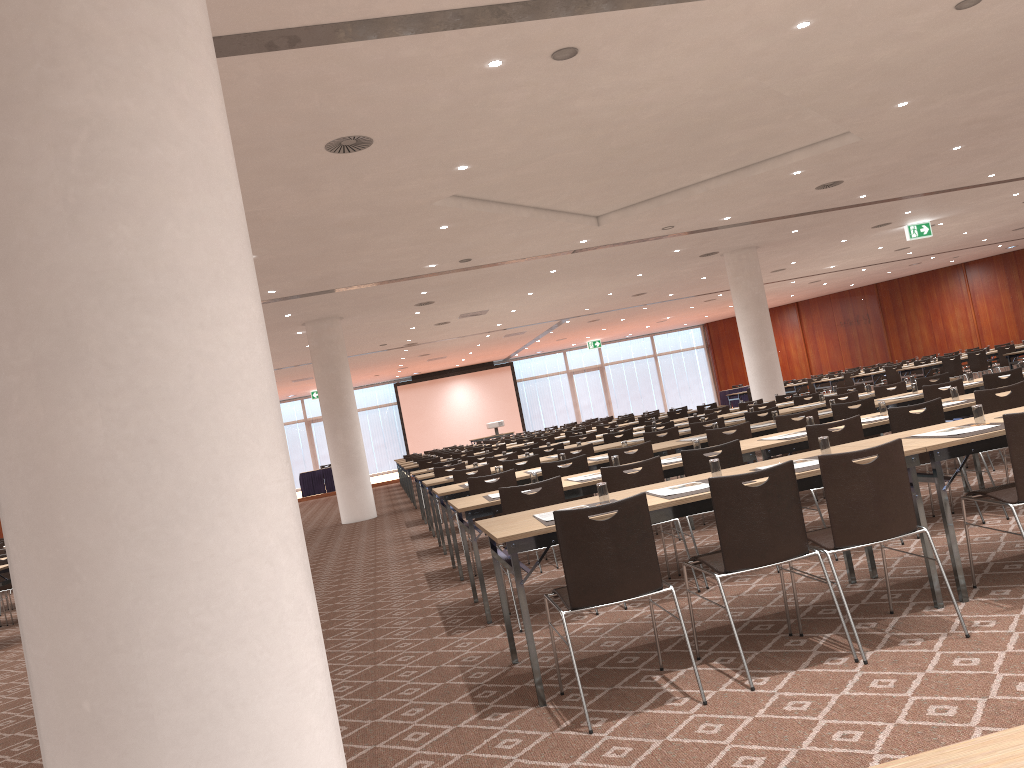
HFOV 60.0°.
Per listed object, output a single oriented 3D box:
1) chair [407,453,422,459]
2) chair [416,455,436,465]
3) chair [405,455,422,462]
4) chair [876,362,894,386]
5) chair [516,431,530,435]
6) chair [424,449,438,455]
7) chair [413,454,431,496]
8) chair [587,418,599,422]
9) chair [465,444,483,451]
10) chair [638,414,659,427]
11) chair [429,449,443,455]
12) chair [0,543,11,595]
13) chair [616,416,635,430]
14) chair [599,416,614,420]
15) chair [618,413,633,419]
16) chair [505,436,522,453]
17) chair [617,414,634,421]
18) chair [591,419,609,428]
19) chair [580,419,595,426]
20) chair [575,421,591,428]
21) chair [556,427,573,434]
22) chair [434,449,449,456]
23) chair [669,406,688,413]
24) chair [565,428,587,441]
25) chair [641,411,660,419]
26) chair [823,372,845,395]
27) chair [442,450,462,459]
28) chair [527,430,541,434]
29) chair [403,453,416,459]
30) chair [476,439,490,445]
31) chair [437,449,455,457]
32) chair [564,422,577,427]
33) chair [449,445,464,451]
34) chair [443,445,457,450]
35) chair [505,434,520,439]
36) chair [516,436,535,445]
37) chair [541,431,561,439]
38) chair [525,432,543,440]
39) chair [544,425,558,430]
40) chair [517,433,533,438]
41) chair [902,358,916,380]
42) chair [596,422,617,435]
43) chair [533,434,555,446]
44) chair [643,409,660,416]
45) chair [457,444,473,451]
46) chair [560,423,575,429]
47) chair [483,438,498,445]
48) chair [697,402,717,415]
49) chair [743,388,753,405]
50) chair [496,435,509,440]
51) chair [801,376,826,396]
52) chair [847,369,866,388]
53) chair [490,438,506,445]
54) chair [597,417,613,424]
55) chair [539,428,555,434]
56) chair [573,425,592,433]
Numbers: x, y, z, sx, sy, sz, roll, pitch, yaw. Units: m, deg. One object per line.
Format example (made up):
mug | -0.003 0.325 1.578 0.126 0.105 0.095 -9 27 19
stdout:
chair | -2.730 2.478 25.412 0.535 0.939 0.614 -11 -2 -12
chair | -1.802 2.056 19.452 0.535 0.939 0.614 -11 -2 -9
chair | -2.518 2.353 23.346 0.535 0.939 0.614 -11 -2 -8
chair | 10.827 -0.120 25.638 0.535 0.939 0.614 -11 -2 -8
chair | 0.405 1.978 27.951 0.535 0.939 0.614 -11 -2 -7
chair | -2.440 2.506 27.483 0.535 0.939 0.614 -11 -2 -8
chair | -2.121 2.200 21.466 0.535 0.939 0.614 -10 -2 -12
chair | 2.595 1.569 28.234 0.535 0.939 0.614 -11 -2 -7
chair | -0.867 1.964 21.595 0.535 0.939 0.614 -11 -2 -12
chair | 2.822 1.115 18.190 0.535 0.939 0.614 -11 -2 -11
chair | -2.091 2.356 25.440 0.535 0.939 0.614 -11 -2 -10
chair | -9.325 3.367 16.109 0.535 0.939 0.614 -11 -2 -7
chair | 2.614 1.235 20.144 0.535 0.939 0.614 -11 -2 -11
chair | 2.840 1.442 26.286 0.535 0.939 0.614 -11 -2 -9
chair | 3.153 1.300 24.280 0.535 0.939 0.614 -11 -2 -8
chair | 0.096 1.786 21.788 0.535 0.939 0.614 -11 -2 -8
chair | 2.898 1.265 22.214 0.535 0.939 0.614 -11 -2 -7
chair | 2.241 1.390 22.184 0.535 0.939 0.614 -11 -2 -8
chair | 2.272 1.546 26.158 0.535 0.939 0.614 -11 -2 -9
chair | 1.973 1.519 24.085 0.535 0.939 0.614 -11 -2 -9
chair | 1.336 1.555 21.957 0.535 0.939 0.614 -11 -2 -10
chair | -1.783 2.219 23.545 0.535 0.939 0.614 -11 -2 -9
chair | 3.851 1.005 20.348 0.535 0.939 0.614 -11 -2 -7
chair | 1.326 1.395 17.987 0.535 0.939 0.614 -11 -2 -10
chair | 3.198 1.128 20.276 0.535 0.939 0.614 -11 -2 -10
chair | 9.214 0.173 25.230 0.535 0.939 0.614 -11 -2 -8
chair | -1.248 1.952 19.509 0.535 0.939 0.614 -11 -2 -7
chair | 0.710 1.836 25.901 0.535 0.939 0.614 -11 -2 -7
chair | -3.059 2.619 27.339 0.535 0.939 0.614 -11 -2 -7
chair | -0.840 2.208 27.704 0.535 0.939 0.614 -11 -2 -9
chair | -1.514 2.085 21.523 0.535 0.939 0.614 -11 -2 -6
chair | 1.903 1.700 28.198 0.535 0.939 0.614 -11 -2 -10
chair | -1.533 2.254 25.567 0.535 0.939 0.614 -11 -2 -7
chair | -1.866 2.397 27.500 0.535 0.939 0.614 -11 -2 -11
chair | 0.075 1.955 25.831 0.535 0.939 0.614 -11 -2 -6
chair | 0.363 1.653 19.774 0.535 0.939 0.614 -11 -2 -9
chair | 0.916 1.552 19.900 0.535 0.939 0.614 -11 -2 -10
chair | 0.600 1.694 21.914 0.535 0.939 0.614 -11 -2 -9
chair | 1.281 1.812 28.018 0.535 0.939 0.614 -11 -2 -11
chair | 0.388 1.815 23.860 0.535 0.939 0.614 -11 -2 -11
chair | 11.473 -0.243 25.684 0.535 0.939 0.614 -11 -2 -11
chair | 1.963 1.273 18.014 0.535 0.939 0.614 -11 -2 -8
chair | 0.692 1.511 17.840 0.535 0.939 0.614 -11 -2 -8
chair | 3.540 1.147 22.355 0.535 0.939 0.614 -11 -2 -10
chair | -1.174 2.104 23.602 0.535 0.939 0.614 -11 -2 -7
chair | 1.680 1.659 26.138 0.535 0.939 0.614 -11 -2 -7
chair | -0.560 2.075 25.769 0.535 0.939 0.614 -11 -2 -7
chair | 4.082 0.883 18.440 0.535 0.939 0.614 -11 -2 -7
chair | 7.920 0.578 29.064 0.535 0.939 0.614 -11 -2 -7
chair | -0.237 2.094 27.768 0.535 0.939 0.614 -11 -2 -10
chair | 8.617 0.290 25.274 0.535 0.939 0.614 -11 -2 -10
chair | 9.779 0.071 25.406 0.535 0.939 0.614 -10 -2 -12
chair | -0.319 1.944 23.708 0.535 0.939 0.614 -11 -2 -8
chair | 2.562 1.411 24.217 0.535 0.939 0.614 -10 -2 -12
chair | 0.996 1.703 24.002 0.535 0.939 0.614 -10 -2 -12
chair | 1.634 1.420 20.061 0.535 0.939 0.614 -11 -2 -12
